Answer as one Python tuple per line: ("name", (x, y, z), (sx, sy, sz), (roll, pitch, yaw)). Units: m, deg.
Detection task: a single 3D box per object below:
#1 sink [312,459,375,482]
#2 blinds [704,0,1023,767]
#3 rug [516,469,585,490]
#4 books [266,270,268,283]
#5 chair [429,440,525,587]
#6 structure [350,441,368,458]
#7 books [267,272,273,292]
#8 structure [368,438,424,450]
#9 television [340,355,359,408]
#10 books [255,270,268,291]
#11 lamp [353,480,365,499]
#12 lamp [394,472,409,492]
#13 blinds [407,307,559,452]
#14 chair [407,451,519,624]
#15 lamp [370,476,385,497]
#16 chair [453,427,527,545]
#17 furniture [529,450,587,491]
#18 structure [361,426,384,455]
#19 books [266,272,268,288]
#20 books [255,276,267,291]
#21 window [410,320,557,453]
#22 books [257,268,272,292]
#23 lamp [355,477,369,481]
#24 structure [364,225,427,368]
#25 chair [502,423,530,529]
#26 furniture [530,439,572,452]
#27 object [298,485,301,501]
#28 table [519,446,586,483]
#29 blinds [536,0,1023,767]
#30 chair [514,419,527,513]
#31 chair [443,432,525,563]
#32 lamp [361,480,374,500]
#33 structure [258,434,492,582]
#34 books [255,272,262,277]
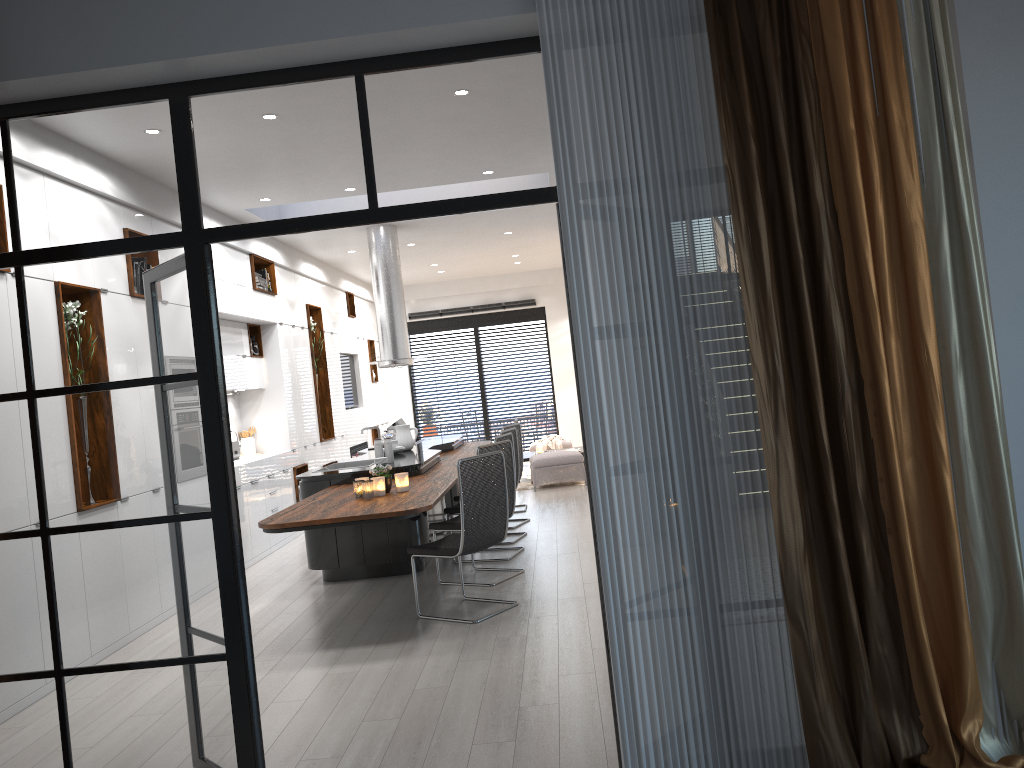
("sink", (-1.399, 0.778, 7.729), (0.485, 0.153, 0.738), (-6, 0, 3))
("blinds", (1.136, -0.192, 2.799), (0.810, 3.046, 0.254), (-6, -1, 3))
("rug", (0.449, 1.352, 12.983), (1.623, 0.020, 2.519), (-6, 0, 2))
("books", (-2.812, -1.117, 9.818), (0.217, 0.272, 0.030), (-6, -1, 3))
("chair", (-0.293, 0.968, 6.743), (0.536, 1.019, 0.471), (-7, -1, 33))
("structure", (-2.369, 1.172, 13.271), (0.221, 0.516, 1.204), (-6, 0, 3))
("books", (-2.795, -1.118, 9.927), (0.210, 0.267, 0.026), (-6, -1, 3))
("structure", (-1.299, 0.670, 10.024), (0.501, 0.026, 0.811), (-6, 0, 3))
("television", (-2.494, -0.034, 13.294), (0.050, 0.805, 1.187), (-6, 0, 3))
("books", (-2.794, -1.113, 9.764), (0.197, 0.269, 0.026), (-6, -1, 3))
("lamp", (-1.018, 0.707, 5.924), (0.078, 0.120, 0.078), (-6, -1, -14))
("lamp", (-0.751, 0.673, 6.061), (0.095, 0.124, 0.096), (-7, -1, 36))
("blinds", (-0.528, 0.088, 16.113), (2.584, 2.722, 0.358), (-6, -1, 3))
("chair", (-0.349, 0.979, 5.806), (0.536, 1.019, 0.471), (-7, -1, 38))
("lamp", (-0.896, 0.690, 5.953), (0.095, 0.124, 0.095), (-6, -1, -4))
("chair", (-0.226, 0.952, 8.279), (0.536, 1.019, 0.471), (-7, -1, 18))
("furniture", (0.595, 1.122, 11.811), (0.699, 0.460, 0.699), (-6, 0, -2))
("structure", (-1.218, 0.529, 7.697), (0.177, 0.310, 0.089), (-6, -1, 3))
("books", (-2.794, -1.112, 9.790), (0.194, 0.273, 0.025), (-6, -1, 3))
("books", (-2.815, -1.064, 9.551), (0.279, 0.137, 0.345), (-6, 0, -2))
("window", (2.351, -1.509, 16.341), (8.565, 5.064, 0.462), (-6, -1, 1))
("books", (-2.803, -1.121, 9.848), (0.253, 0.312, 0.030), (-6, -1, 3))
("lamp", (-1.014, 0.703, 6.030), (0.095, 0.124, 0.095), (-7, -1, 20))
("structure", (-1.397, -0.982, 10.071), (0.695, 1.609, 1.043), (-6, -1, 2))
("chair", (-0.190, 0.944, 9.092), (0.536, 1.019, 0.471), (-7, -1, 23))
("furniture", (0.635, 1.105, 14.124), (0.699, 0.460, 0.699), (-6, 0, 3))
("object", (-2.509, 1.285, 10.172), (0.250, 0.323, 0.241), (-6, -1, 3))
("table", (0.569, 1.175, 12.924), (1.000, 0.350, 1.000), (-6, 0, 3))
("blinds", (0.858, -0.154, 2.914), (1.301, 3.070, 0.052), (-6, -1, 3))
("chair", (-0.154, 0.935, 10.054), (0.536, 1.019, 0.470), (-6, -1, 3))
("chair", (-0.262, 0.960, 7.561), (0.536, 1.019, 0.471), (-7, -1, 18))
("lamp", (-0.949, 0.699, 5.855), (0.078, 0.120, 0.078), (-6, -1, -14))
("structure", (-0.988, 1.105, 7.922), (1.377, 0.887, 5.640), (-6, 0, 3))
("books", (-2.847, -1.153, 9.533), (0.250, 0.047, 0.307), (-6, 0, -1))
